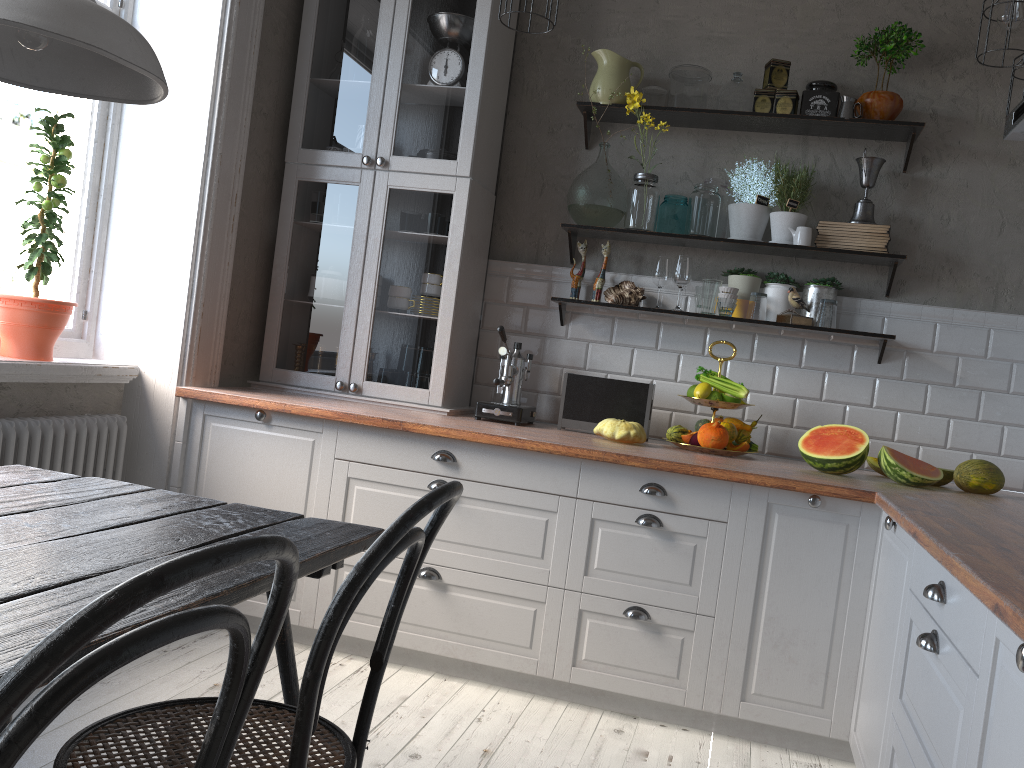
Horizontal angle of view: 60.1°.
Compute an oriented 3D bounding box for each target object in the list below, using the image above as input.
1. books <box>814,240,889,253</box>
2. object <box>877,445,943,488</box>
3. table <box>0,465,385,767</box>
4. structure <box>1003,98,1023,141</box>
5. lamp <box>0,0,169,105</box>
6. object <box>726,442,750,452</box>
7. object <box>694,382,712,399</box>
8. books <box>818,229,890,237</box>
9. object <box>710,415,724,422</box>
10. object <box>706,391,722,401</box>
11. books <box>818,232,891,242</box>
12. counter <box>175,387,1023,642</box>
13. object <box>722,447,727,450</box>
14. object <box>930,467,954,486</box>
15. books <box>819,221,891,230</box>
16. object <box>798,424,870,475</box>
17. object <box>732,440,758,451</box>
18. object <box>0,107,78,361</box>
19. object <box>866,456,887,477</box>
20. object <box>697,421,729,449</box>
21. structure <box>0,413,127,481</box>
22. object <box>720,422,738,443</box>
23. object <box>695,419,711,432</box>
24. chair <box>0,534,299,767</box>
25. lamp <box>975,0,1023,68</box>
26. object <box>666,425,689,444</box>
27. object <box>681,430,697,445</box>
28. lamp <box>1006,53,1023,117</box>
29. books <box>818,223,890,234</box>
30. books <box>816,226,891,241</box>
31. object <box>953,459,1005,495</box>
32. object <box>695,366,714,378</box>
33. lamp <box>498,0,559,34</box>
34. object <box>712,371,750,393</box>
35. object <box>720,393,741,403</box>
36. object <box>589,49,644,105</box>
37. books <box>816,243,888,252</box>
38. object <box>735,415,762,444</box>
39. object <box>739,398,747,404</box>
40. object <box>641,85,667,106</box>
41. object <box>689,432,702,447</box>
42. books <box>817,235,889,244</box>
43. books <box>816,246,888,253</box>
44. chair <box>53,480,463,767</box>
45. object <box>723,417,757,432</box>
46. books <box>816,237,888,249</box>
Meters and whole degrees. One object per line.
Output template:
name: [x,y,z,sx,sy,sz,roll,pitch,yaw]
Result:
books: [1.310,-0.525,3.416,0.257,0.016,0.160,8,2,26]
object: [1.344,0.283,2.967,0.225,0.127,0.148,7,2,-4]
table: [-0.989,0.598,1.010,0.896,0.735,1.938,8,2,15]
structure: [1.410,-1.273,1.475,0.706,1.595,0.719,8,1,14]
lamp: [-0.598,-1.393,1.293,0.374,1.858,0.385,8,2,22]
object: [0.828,0.232,3.256,0.069,0.051,0.088,7,2,-28]
object: [0.706,0.027,3.273,0.058,0.069,0.080,8,2,34]
books: [1.316,-0.568,3.415,0.257,0.011,0.160,8,2,19]
object: [0.790,0.166,3.392,0.085,0.093,0.087,8,2,10]
object: [0.746,0.055,3.279,0.063,0.061,0.067,8,2,14]
books: [1.315,-0.558,3.416,0.258,0.011,0.159,8,2,16]
counter: [0.100,0.228,2.033,3.131,0.039,3.423,8,2,14]
object: [0.762,0.229,3.277,0.070,0.065,0.070,8,2,35]
object: [1.481,0.323,3.116,0.203,0.073,0.118,7,2,-23]
books: [1.320,-0.600,3.415,0.257,0.011,0.160,8,2,19]
object: [1.113,0.226,3.073,0.231,0.174,0.222,9,2,36]
object: [0.846,0.221,3.379,0.055,0.044,0.212,6,2,-37]
object: [-1.532,-0.487,2.879,0.254,0.813,0.265,9,2,41]
object: [1.392,0.311,3.237,0.196,0.067,0.104,8,2,20]
object: [0.729,0.185,3.210,0.114,0.110,0.110,7,2,-19]
structure: [-1.594,0.316,2.633,0.147,0.428,1.234,8,2,13]
object: [0.789,0.179,3.274,0.087,0.078,0.089,9,2,40]
object: [0.760,0.172,3.407,0.077,0.076,0.157,9,2,40]
chair: [-0.553,0.564,0.893,0.541,0.920,0.444,8,2,21]
lamp: [1.538,-1.801,2.546,0.150,1.734,0.143,6,2,-44]
object: [0.646,0.193,3.378,0.075,0.072,0.155,9,2,43]
object: [0.674,0.201,3.334,0.090,0.057,0.083,6,2,-44]
lamp: [1.681,-1.662,2.651,0.148,1.734,0.145,7,1,-14]
books: [1.319,-0.590,3.415,0.257,0.016,0.160,8,2,23]
books: [1.317,-0.579,3.415,0.257,0.016,0.160,8,2,26]
object: [1.601,0.318,3.037,0.207,0.119,0.130,7,2,-24]
object: [0.723,-0.037,3.319,0.073,0.058,0.050,7,2,-10]
lamp: [0.150,-1.818,2.334,0.149,1.734,0.145,7,1,-19]
object: [0.826,0.007,3.361,0.177,0.096,0.090,8,2,34]
object: [0.808,0.064,3.300,0.076,0.062,0.099,7,2,-13]
object: [0.410,-1.214,3.566,0.187,0.216,0.176,8,2,28]
books: [1.309,-0.515,3.417,0.257,0.011,0.160,8,2,19]
object: [0.879,0.168,3.320,0.060,0.120,0.128,8,2,38]
object: [0.856,0.067,3.320,0.051,0.050,0.050,8,2,23]
object: [0.572,-1.141,3.588,0.102,0.111,0.104,8,2,14]
object: [0.692,0.212,3.346,0.070,0.076,0.228,7,2,-3]
books: [1.313,-0.547,3.416,0.257,0.011,0.160,8,2,19]
books: [1.308,-0.503,3.417,0.258,0.011,0.159,8,2,16]
chair: [-0.407,0.569,1.361,0.545,0.920,0.441,8,1,11]
object: [0.855,0.158,3.334,0.126,0.056,0.060,8,2,6]
books: [1.312,-0.536,3.416,0.257,0.016,0.160,8,2,23]
